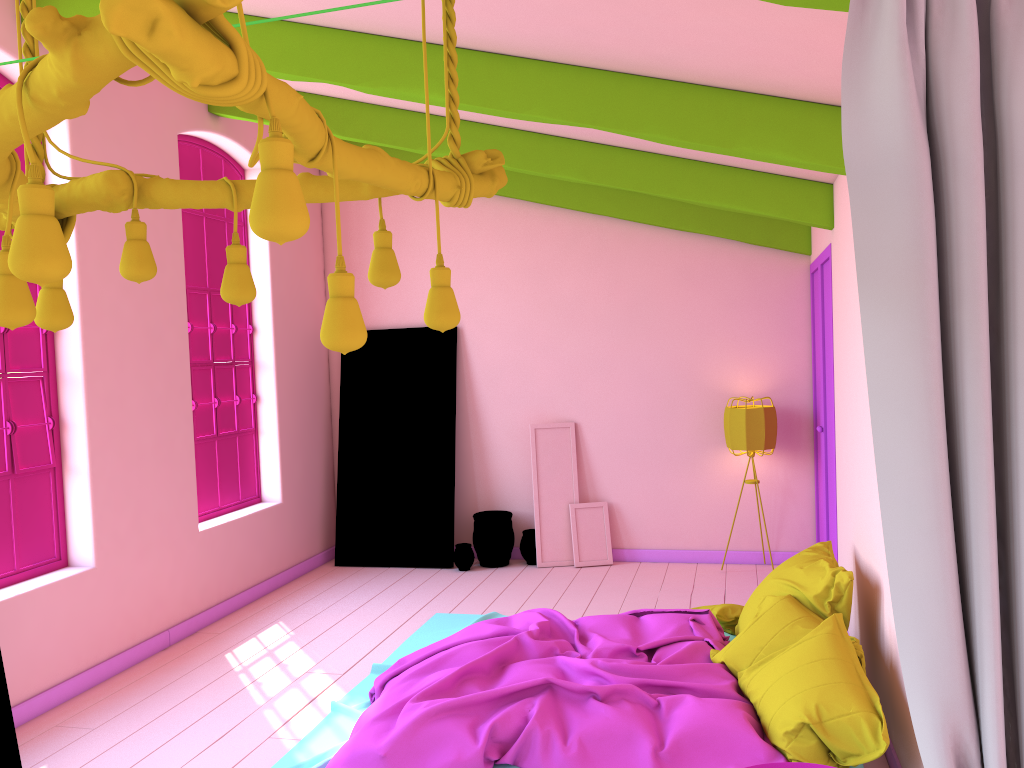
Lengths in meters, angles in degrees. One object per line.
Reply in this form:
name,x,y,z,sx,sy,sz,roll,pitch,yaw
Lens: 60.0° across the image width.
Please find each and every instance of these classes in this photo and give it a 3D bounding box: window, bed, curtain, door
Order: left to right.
door,-2.748,0.804,3.652,0.450,2.212,1.152,-1,3,24
window,-3.014,-0.333,4.717,0.214,3.011,1.513,-2,3,14
window,-2.401,-0.448,7.097,0.072,3.049,1.274,-2,3,14
door,-1.085,0.581,8.298,1.153,2.212,0.449,-2,3,14
bed,0.304,1.505,4.571,2.802,0.514,3.574,-2,2,14
door,2.387,0.319,6.775,0.108,2.592,1.676,-2,3,14
curtain,1.016,0.420,2.034,0.518,2.787,0.525,-2,3,-5

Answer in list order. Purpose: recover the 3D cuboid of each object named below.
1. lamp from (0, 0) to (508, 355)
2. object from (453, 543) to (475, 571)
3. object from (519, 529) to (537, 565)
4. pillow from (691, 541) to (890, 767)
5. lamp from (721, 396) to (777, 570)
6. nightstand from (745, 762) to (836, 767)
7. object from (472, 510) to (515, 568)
lamp,-0.780,-1.184,1.980,1.610,2.266,1.775,-2,2,-4
object,-0.431,1.554,7.946,0.199,0.234,0.199,-3,2,-18
object,0.196,1.489,8.087,0.260,0.307,0.260,-4,3,-43
pillow,1.415,1.299,4.545,0.848,0.822,2.616,-2,2,4
lamp,2.041,0.840,7.449,0.491,1.467,0.476,0,4,44
nightstand,0.944,1.562,2.820,0.596,0.459,0.596,-4,3,-38
object,-0.168,1.415,8.098,0.386,0.471,0.386,-4,3,-33
